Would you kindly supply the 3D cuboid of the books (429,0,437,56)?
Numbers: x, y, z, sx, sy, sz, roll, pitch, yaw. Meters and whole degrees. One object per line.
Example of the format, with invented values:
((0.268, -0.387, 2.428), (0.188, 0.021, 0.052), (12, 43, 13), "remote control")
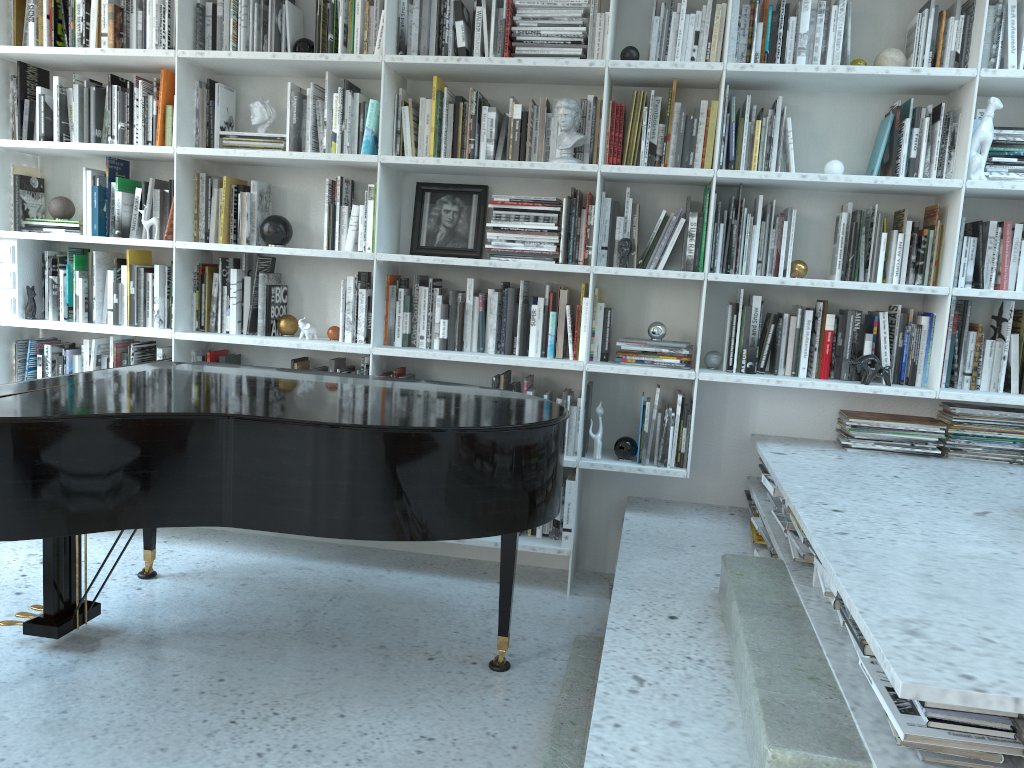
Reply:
((-0.289, -1.392, 3.493), (0.029, 0.295, 0.151), (5, 8, 9), "books")

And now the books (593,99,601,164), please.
((0.333, -0.958, 3.445), (0.014, 0.261, 0.137), (5, 8, 9), "books")

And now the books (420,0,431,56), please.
((-0.319, -1.378, 3.482), (0.025, 0.266, 0.185), (5, 7, 9), "books")

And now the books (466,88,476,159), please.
((-0.150, -1.007, 3.509), (0.013, 0.284, 0.176), (5, 8, 9), "books")

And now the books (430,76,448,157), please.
((-0.288, -1.033, 3.506), (0.014, 0.318, 0.187), (5, 8, 9), "books")

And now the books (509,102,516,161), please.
((0.014, -0.969, 3.486), (0.010, 0.234, 0.174), (5, 7, 9), "books")

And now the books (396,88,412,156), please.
((-0.435, -1.032, 3.574), (0.010, 0.282, 0.140), (5, 8, 9), "books")

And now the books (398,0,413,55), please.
((-0.408, -1.387, 3.506), (0.026, 0.267, 0.170), (5, 8, 9), "books")

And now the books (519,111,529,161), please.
((0.059, -0.948, 3.472), (0.029, 0.201, 0.178), (5, 7, 9), "books")

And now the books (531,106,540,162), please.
((0.103, -0.962, 3.489), (0.025, 0.230, 0.142), (5, 8, 9), "books")

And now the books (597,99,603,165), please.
((0.353, -0.959, 3.448), (0.023, 0.265, 0.107), (5, 8, 9), "books")

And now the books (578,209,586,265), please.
((0.285, -0.575, 3.503), (0.021, 0.218, 0.132), (5, 8, 9), "books")

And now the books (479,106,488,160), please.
((-0.096, -0.969, 3.505), (0.024, 0.217, 0.175), (5, 7, 9), "books")

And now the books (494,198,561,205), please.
((0.064, -0.717, 3.513), (0.254, 0.012, 0.160), (4, 7, 6), "books")

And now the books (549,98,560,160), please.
((0.172, -0.970, 3.467), (0.024, 0.259, 0.126), (5, 8, 9), "books")

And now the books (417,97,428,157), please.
((-0.343, -1.007, 3.556), (0.026, 0.248, 0.139), (5, 8, 9), "books")

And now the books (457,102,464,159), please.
((-0.189, -0.983, 3.519), (0.012, 0.228, 0.169), (5, 7, 9), "books")

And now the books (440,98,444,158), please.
((-0.259, -0.998, 3.538), (0.010, 0.245, 0.149), (5, 8, 9), "books")

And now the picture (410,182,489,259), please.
((-0.257, -0.669, 3.627), (0.300, 0.300, 0.077), (5, 8, 9), "picture")

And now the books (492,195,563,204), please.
((0.064, -0.729, 3.509), (0.254, 0.012, 0.160), (5, 7, 13), "books")

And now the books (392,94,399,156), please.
((-0.449, -1.018, 3.569), (0.012, 0.254, 0.160), (5, 8, 9), "books")

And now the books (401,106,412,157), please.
((-0.400, -0.990, 3.547), (0.053, 0.209, 0.156), (5, 7, 9), "books")

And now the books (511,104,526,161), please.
((0.031, -0.962, 3.473), (0.029, 0.224, 0.185), (5, 7, 9), "books")

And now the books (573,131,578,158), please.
((0.255, -0.956, 3.470), (0.021, 0.242, 0.103), (5, 8, 9), "books")

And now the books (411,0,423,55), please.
((-0.356, -1.397, 3.493), (0.026, 0.297, 0.179), (5, 8, 9), "books")

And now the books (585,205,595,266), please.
((0.318, -0.574, 3.469), (0.034, 0.230, 0.199), (5, 7, 9), "books")

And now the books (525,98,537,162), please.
((0.079, -0.967, 3.455), (0.012, 0.245, 0.185), (5, 7, 9), "books")

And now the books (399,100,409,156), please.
((-0.426, -1.008, 3.574), (0.011, 0.235, 0.141), (5, 8, 9), "books")

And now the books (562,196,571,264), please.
((0.221, -0.599, 3.495), (0.011, 0.261, 0.184), (5, 7, 9), "books")

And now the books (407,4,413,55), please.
((-0.381, -1.368, 3.519), (0.027, 0.229, 0.147), (5, 8, 9), "books")

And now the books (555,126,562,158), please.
((0.198, -0.939, 3.464), (0.035, 0.202, 0.149), (5, 7, 9), "books")

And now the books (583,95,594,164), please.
((0.302, -0.970, 3.453), (0.025, 0.279, 0.108), (5, 8, 9), "books")

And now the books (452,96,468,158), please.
((-0.204, -1.002, 3.540), (0.028, 0.260, 0.134), (5, 8, 9), "books")

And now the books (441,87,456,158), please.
((-0.251, -1.013, 3.516), (0.010, 0.281, 0.170), (5, 8, 9), "books")

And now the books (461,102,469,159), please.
((-0.169, -0.986, 3.523), (0.025, 0.236, 0.136), (5, 8, 9), "books")

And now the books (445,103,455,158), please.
((-0.232, -0.988, 3.540), (0.024, 0.229, 0.147), (5, 8, 9), "books")

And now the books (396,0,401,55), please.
((-0.426, -1.383, 3.520), (0.012, 0.254, 0.160), (5, 8, 9), "books")

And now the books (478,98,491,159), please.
((-0.110, -0.990, 3.518), (0.011, 0.252, 0.130), (5, 8, 9), "books")

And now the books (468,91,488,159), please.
((-0.133, -0.996, 3.493), (0.028, 0.268, 0.189), (5, 7, 9), "books")

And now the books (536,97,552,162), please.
((0.125, -0.972, 3.465), (0.025, 0.259, 0.150), (5, 8, 9), "books")

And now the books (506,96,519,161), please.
((0.004, -0.983, 3.490), (0.014, 0.259, 0.161), (5, 8, 9), "books")

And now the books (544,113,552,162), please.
((0.149, -0.946, 3.481), (0.022, 0.207, 0.114), (5, 8, 9), "books")

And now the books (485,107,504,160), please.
((-0.069, -0.967, 3.501), (0.030, 0.215, 0.168), (5, 7, 9), "books")

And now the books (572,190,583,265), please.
((0.258, -0.611, 3.498), (0.011, 0.288, 0.151), (5, 8, 9), "books")

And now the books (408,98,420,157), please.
((-0.379, -1.006, 3.553), (0.042, 0.242, 0.162), (5, 8, 9), "books")

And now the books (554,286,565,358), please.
((0.193, -0.251, 3.564), (0.010, 0.284, 0.131), (5, 8, 9), "books")

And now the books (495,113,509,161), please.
((-0.028, -0.957, 3.508), (0.050, 0.199, 0.145), (5, 7, 9), "books")

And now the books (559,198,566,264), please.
((0.210, -0.597, 3.500), (0.012, 0.254, 0.160), (5, 8, 9), "books")

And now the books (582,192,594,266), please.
((0.299, -0.602, 3.479), (0.011, 0.280, 0.185), (5, 8, 9), "books")

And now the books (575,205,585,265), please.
((0.269, -0.584, 3.506), (0.013, 0.233, 0.134), (5, 8, 9), "books")

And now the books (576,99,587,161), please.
((0.275, -0.961, 3.448), (0.025, 0.260, 0.130), (5, 8, 9), "books")

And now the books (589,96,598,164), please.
((0.318, -0.960, 3.435), (0.014, 0.266, 0.153), (5, 8, 9), "books")

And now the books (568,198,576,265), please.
((0.246, -0.597, 3.503), (0.013, 0.256, 0.162), (5, 8, 9), "books")

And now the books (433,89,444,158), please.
((-0.276, -1.006, 3.506), (0.015, 0.267, 0.189), (5, 7, 9), "books")

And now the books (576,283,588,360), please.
((0.281, -0.251, 3.540), (0.011, 0.301, 0.149), (5, 8, 9), "books")

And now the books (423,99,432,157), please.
((-0.317, -1.000, 3.546), (0.029, 0.240, 0.155), (5, 8, 9), "books")
